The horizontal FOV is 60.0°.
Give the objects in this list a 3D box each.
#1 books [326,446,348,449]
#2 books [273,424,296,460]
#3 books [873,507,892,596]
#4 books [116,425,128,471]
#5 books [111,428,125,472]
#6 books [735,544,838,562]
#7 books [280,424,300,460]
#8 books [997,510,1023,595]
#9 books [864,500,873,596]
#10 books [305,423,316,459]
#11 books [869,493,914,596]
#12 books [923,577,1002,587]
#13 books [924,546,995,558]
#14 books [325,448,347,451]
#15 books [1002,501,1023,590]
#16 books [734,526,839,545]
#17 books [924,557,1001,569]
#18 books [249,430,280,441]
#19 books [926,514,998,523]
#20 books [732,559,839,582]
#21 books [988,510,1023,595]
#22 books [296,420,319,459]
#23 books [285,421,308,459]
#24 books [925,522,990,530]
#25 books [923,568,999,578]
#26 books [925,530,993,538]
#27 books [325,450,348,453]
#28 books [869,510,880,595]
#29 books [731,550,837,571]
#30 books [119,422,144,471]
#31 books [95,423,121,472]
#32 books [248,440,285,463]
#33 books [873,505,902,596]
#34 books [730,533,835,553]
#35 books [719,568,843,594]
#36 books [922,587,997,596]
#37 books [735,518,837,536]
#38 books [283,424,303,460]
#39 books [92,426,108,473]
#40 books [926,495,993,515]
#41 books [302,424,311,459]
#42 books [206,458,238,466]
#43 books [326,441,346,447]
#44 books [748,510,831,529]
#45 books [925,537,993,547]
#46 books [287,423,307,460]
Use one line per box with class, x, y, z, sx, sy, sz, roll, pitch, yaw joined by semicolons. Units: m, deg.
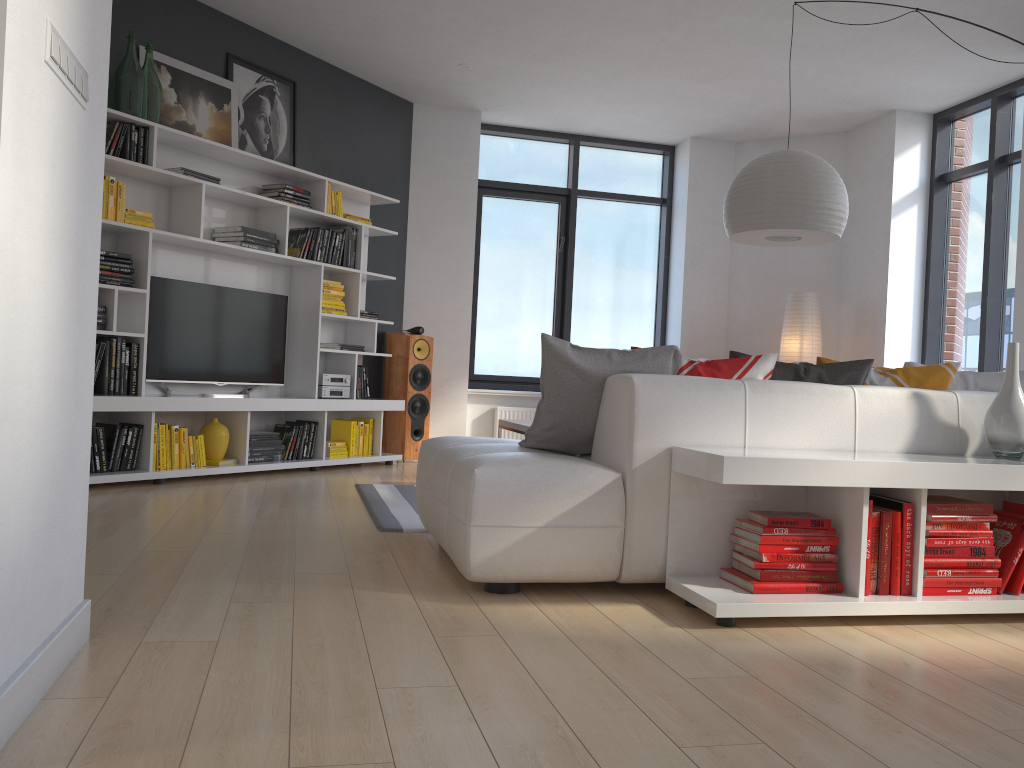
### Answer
books;-1.308;0.455;6.450;0.134;0.014;0.187;3;0;32
books;-1.570;0.395;6.032;0.182;0.234;0.104;3;0;32
books;1.126;0.521;2.828;0.034;0.259;0.207;3;0;-13
books;-2.241;0.354;4.961;0.192;0.254;0.075;3;0;31
books;-2.233;0.362;4.927;0.172;0.242;0.069;3;0;32
books;0.864;0.533;2.809;0.257;0.025;0.182;3;0;-13
books;-1.557;0.397;6.064;0.187;0.234;0.096;3;0;32
books;1.636;0.551;2.923;0.115;0.245;0.192;3;0;-13
books;1.061;0.501;2.808;0.036;0.294;0.208;3;0;-13
books;-1.475;0.391;6.193;0.191;0.249;0.084;3;0;32
books;1.199;0.508;2.840;0.049;0.291;0.214;3;0;-13
books;1.391;0.620;2.862;0.282;0.030;0.188;3;0;-12
books;1.382;0.529;2.900;0.279;0.039;0.206;3;0;-12
books;-1.300;0.471;6.437;0.113;0.018;0.169;3;0;33
books;1.698;0.539;2.938;0.046;0.282;0.199;3;0;-13
books;0.865;0.480;2.808;0.269;0.028;0.179;3;0;-12
books;1.386;0.565;2.901;0.301;0.032;0.227;3;0;-13
books;-1.734;0.342;5.860;0.250;0.047;0.310;3;0;27
books;1.398;0.423;2.883;0.266;0.026;0.187;3;0;-19
books;0.860;0.588;2.810;0.259;0.034;0.206;3;0;-10
books;1.595;0.549;2.920;0.144;0.247;0.188;3;0;-13
books;-1.458;0.387;6.222;0.197;0.260;0.066;3;0;32
books;-1.510;0.388;6.139;0.192;0.254;0.075;3;0;31
books;1.377;0.447;2.885;0.257;0.025;0.182;3;0;-13
books;1.389;0.593;2.865;0.266;0.026;0.187;3;0;-14
books;1.396;0.472;2.882;0.236;0.023;0.178;3;0;-13
books;-1.314;0.484;6.452;0.148;0.011;0.196;3;0;32
books;1.094;0.520;2.819;0.031;0.255;0.181;3;0;-13
books;0.854;0.558;2.800;0.266;0.026;0.187;3;0;-8
books;-2.189;0.354;5.044;0.197;0.260;0.066;3;0;32
books;-2.268;0.350;4.923;0.197;0.260;0.066;3;0;32
books;-1.717;0.435;5.854;0.277;0.137;0.343;3;0;27
books;1.166;0.522;2.827;0.042;0.259;0.195;3;0;-13
books;0.857;0.507;2.824;0.261;0.028;0.191;3;0;-14
books;0.845;0.620;2.799;0.301;0.032;0.227;3;0;-13
books;1.382;0.649;2.878;0.274;0.029;0.200;3;0;-14
books;0.864;0.454;2.811;0.254;0.025;0.178;3;0;-14
books;-1.529;0.397;6.083;0.169;0.233;0.081;3;0;31
books;-2.293;0.354;4.843;0.191;0.249;0.083;3;0;32
books;1.380;0.392;2.887;0.259;0.034;0.206;3;0;-16
books;-1.491;0.396;6.159;0.179;0.243;0.068;3;0;30
books;-1.888;0.482;5.550;0.270;0.029;0.204;3;0;17
books;-1.320;0.434;6.454;0.138;0.026;0.186;3;0;31
books;0.875;0.428;2.804;0.206;0.029;0.152;3;0;-7
books;1.385;0.497;2.884;0.261;0.027;0.191;3;0;-18
books;-1.500;0.396;6.106;0.172;0.242;0.069;3;0;32
